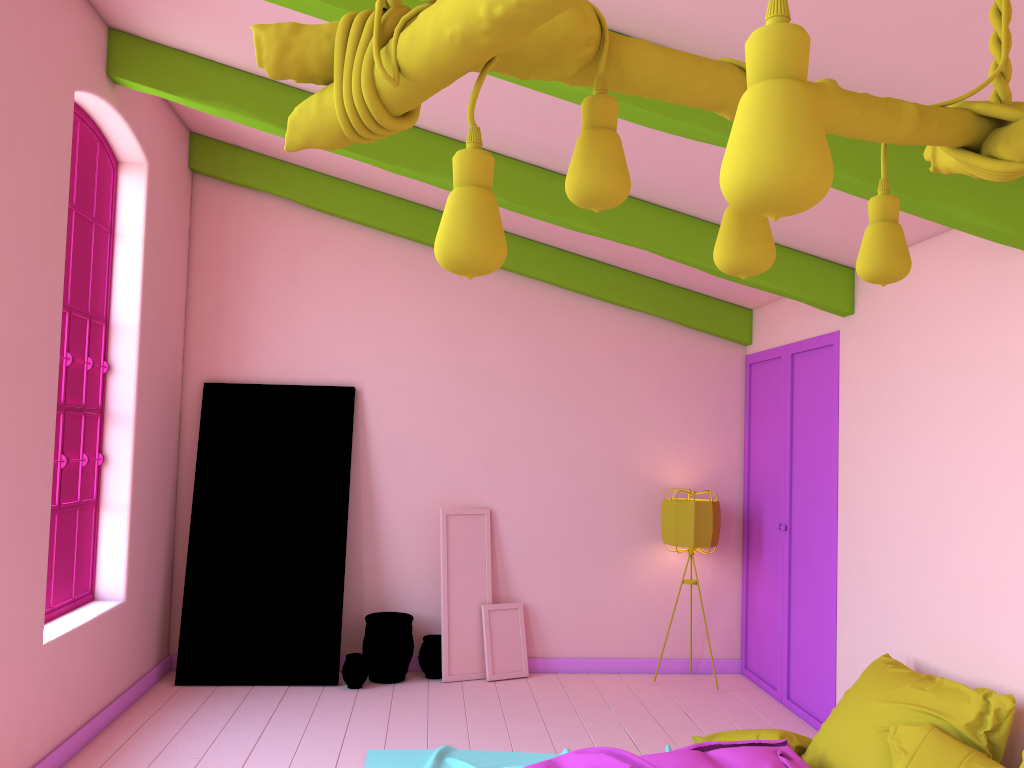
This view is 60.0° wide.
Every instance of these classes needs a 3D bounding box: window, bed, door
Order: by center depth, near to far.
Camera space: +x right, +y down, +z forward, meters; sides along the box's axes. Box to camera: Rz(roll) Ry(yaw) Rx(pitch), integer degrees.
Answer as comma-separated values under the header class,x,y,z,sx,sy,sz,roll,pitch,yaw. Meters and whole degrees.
class,x,y,z,sx,sy,sz,roll,pitch,yaw
bed,0.684,1.808,3.502,2.802,0.513,3.578,2,-4,-5
window,-2.606,-0.147,5.206,0.072,3.045,1.275,2,-3,-5
door,1.970,1.005,6.386,0.108,2.589,1.678,2,-3,-5
door,-1.819,1.092,6.652,1.153,2.209,0.450,2,-3,-5

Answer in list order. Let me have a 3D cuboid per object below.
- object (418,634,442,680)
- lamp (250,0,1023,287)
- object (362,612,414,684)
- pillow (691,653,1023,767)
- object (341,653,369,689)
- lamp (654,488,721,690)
class,x,y,z,sx,sy,sz,roll,pitch,yaw
object,-0.589,2.086,6.774,0.260,0.306,0.261,0,-4,27
lamp,0.663,-1.175,1.008,1.611,2.263,1.776,3,-4,-23
object,-0.931,1.982,6.673,0.386,0.470,0.386,-1,-4,37
pillow,1.749,1.700,3.864,0.848,0.822,2.619,3,-4,-15
object,-1.135,2.084,6.428,0.199,0.234,0.199,4,-4,-38
lamp,1.393,1.549,6.848,0.491,1.465,0.477,0,-3,25
